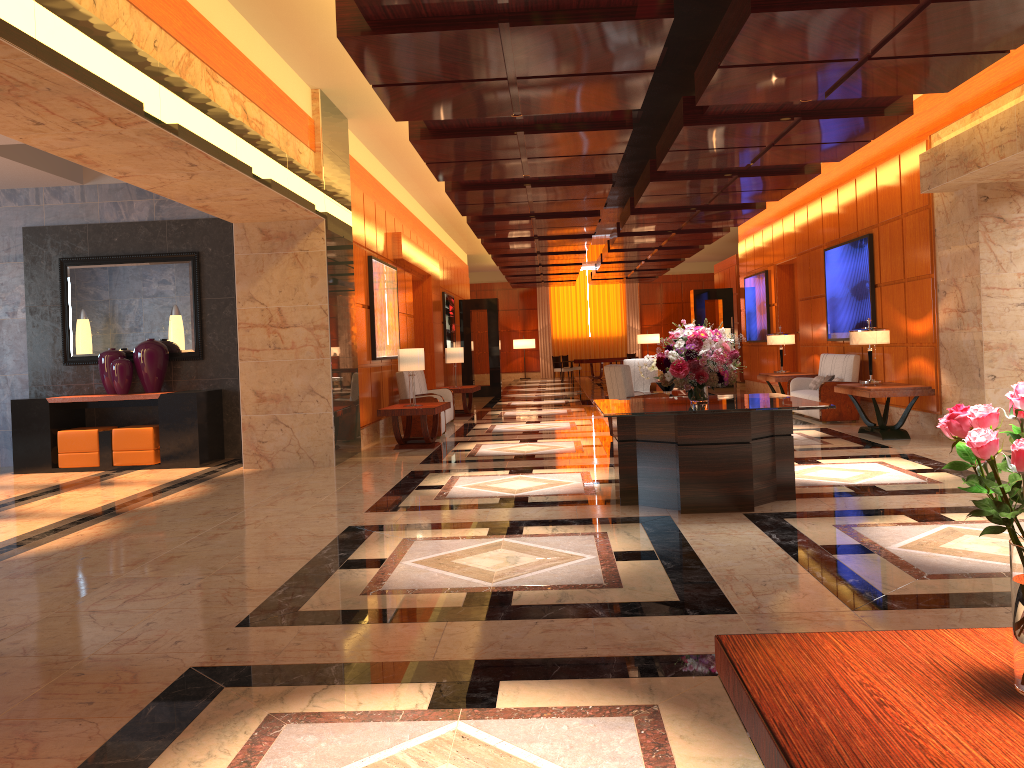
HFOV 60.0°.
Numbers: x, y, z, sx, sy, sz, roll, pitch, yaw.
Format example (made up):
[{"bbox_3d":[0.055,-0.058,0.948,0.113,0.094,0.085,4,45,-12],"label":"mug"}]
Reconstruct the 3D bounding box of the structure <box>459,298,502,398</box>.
[{"bbox_3d":[-0.800,-0.924,22.740,0.985,2.498,0.500,-2,0,3],"label":"structure"}]

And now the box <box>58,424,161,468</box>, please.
[{"bbox_3d":[-4.667,0.725,10.436,1.132,0.427,0.490,-2,1,3],"label":"box"}]

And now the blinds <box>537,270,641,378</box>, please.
[{"bbox_3d":[2.922,-2.326,33.804,3.852,4.064,0.149,-2,0,3],"label":"blinds"}]

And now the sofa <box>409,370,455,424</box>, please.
[{"bbox_3d":[-1.330,0.225,14.242,0.612,0.932,1.800,-2,2,3],"label":"sofa"}]

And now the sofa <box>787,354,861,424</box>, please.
[{"bbox_3d":[4.585,0.033,13.062,0.612,0.932,1.800,-2,2,3],"label":"sofa"}]

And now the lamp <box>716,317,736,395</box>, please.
[{"bbox_3d":[4.319,-0.498,17.572,0.527,1.660,0.360,-2,0,-7],"label":"lamp"}]

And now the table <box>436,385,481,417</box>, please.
[{"bbox_3d":[-1.005,0.327,16.438,0.724,0.534,1.168,-2,2,6],"label":"table"}]

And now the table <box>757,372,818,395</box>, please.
[{"bbox_3d":[4.604,0.135,14.772,0.725,0.606,1.271,-2,2,3],"label":"table"}]

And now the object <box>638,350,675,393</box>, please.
[{"bbox_3d":[2.211,-0.184,12.763,0.788,0.617,0.417,-3,1,-20],"label":"object"}]

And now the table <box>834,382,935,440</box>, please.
[{"bbox_3d":[4.411,0.318,10.554,0.725,0.606,1.271,-2,2,3],"label":"table"}]

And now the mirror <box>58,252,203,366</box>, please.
[{"bbox_3d":[-4.712,-0.927,10.945,1.766,1.338,0.029,-2,0,3],"label":"mirror"}]

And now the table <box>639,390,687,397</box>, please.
[{"bbox_3d":[2.172,0.380,12.649,0.722,0.496,1.561,-2,2,6],"label":"table"}]

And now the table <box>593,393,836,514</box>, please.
[{"bbox_3d":[1.489,0.515,6.948,1.600,0.744,1.601,-2,2,3],"label":"table"}]

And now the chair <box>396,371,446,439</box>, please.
[{"bbox_3d":[-1.291,0.278,12.622,0.628,0.961,0.738,-2,1,2],"label":"chair"}]

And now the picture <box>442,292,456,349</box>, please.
[{"bbox_3d":[-1.513,-1.452,21.500,0.056,1.452,1.998,-2,2,3],"label":"picture"}]

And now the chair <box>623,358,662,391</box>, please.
[{"bbox_3d":[2.004,0.080,14.150,0.737,0.961,0.629,-2,1,22],"label":"chair"}]

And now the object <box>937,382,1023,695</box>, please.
[{"bbox_3d":[1.019,0.292,1.692,0.350,0.596,0.327,-2,1,23],"label":"object"}]

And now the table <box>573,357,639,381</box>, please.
[{"bbox_3d":[3.132,-0.493,29.322,2.108,0.741,0.783,-3,2,-26],"label":"table"}]

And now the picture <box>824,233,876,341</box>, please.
[{"bbox_3d":[4.945,-1.363,13.031,0.056,1.452,1.998,-2,2,3],"label":"picture"}]

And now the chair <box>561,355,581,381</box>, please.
[{"bbox_3d":[2.010,-0.555,30.427,0.576,0.894,0.585,-2,1,31],"label":"chair"}]

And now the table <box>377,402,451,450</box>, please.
[{"bbox_3d":[-1.233,0.545,11.433,0.724,0.534,1.168,-2,2,6],"label":"table"}]

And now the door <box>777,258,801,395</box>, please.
[{"bbox_3d":[5.379,-0.997,16.616,0.340,2.651,1.538,-2,1,3],"label":"door"}]

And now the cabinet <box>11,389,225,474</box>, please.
[{"bbox_3d":[-4.667,0.556,10.581,2.190,0.868,0.784,-2,1,3],"label":"cabinet"}]

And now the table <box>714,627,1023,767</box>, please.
[{"bbox_3d":[1.058,0.855,1.723,1.167,0.534,0.725,-2,2,3],"label":"table"}]

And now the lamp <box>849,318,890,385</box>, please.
[{"bbox_3d":[4.319,-0.392,10.692,0.458,0.810,0.459,-2,1,12],"label":"lamp"}]

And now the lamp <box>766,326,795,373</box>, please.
[{"bbox_3d":[4.509,-0.581,14.842,0.459,0.793,0.458,-3,1,-35],"label":"lamp"}]

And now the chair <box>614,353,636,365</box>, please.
[{"bbox_3d":[3.692,-0.542,28.473,0.585,0.894,0.576,-3,1,-44],"label":"chair"}]

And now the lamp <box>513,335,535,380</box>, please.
[{"bbox_3d":[0.480,-0.996,33.288,0.810,1.660,0.811,-2,1,43],"label":"lamp"}]

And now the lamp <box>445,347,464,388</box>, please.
[{"bbox_3d":[2.847,-0.252,11.321,0.335,0.734,12.993,-3,2,-38],"label":"lamp"}]

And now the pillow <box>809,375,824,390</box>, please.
[{"bbox_3d":[4.645,-0.017,13.513,0.195,0.227,0.344,-2,2,8],"label":"pillow"}]

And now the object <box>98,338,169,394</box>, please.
[{"bbox_3d":[-4.603,-0.213,10.700,0.861,0.652,0.520,-2,1,2],"label":"object"}]

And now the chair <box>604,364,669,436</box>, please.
[{"bbox_3d":[1.570,0.221,11.185,0.629,0.961,0.738,-3,1,-18],"label":"chair"}]

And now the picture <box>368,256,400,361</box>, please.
[{"bbox_3d":[-1.890,-1.093,13.247,0.056,1.452,1.998,-2,2,3],"label":"picture"}]

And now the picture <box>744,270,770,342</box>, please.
[{"bbox_3d":[5.212,-1.617,18.886,0.056,1.452,1.998,-2,2,3],"label":"picture"}]

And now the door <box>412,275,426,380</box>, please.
[{"bbox_3d":[-1.952,-0.712,16.932,0.340,2.651,1.500,-2,1,3],"label":"door"}]

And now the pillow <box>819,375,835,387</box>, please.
[{"bbox_3d":[4.653,-0.009,13.078,0.160,0.253,0.358,-2,2,-1],"label":"pillow"}]

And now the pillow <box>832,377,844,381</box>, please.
[{"bbox_3d":[4.599,0.026,12.633,0.202,0.229,0.273,-2,1,5],"label":"pillow"}]

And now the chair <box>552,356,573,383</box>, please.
[{"bbox_3d":[1.634,-0.490,29.226,0.576,0.894,0.585,-2,1,41],"label":"chair"}]

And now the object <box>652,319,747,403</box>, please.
[{"bbox_3d":[1.460,-0.188,6.965,0.650,0.658,0.680,-2,1,-6],"label":"object"}]

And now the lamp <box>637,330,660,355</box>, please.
[{"bbox_3d":[5.116,-1.176,33.075,0.810,1.660,0.811,-2,1,43],"label":"lamp"}]
